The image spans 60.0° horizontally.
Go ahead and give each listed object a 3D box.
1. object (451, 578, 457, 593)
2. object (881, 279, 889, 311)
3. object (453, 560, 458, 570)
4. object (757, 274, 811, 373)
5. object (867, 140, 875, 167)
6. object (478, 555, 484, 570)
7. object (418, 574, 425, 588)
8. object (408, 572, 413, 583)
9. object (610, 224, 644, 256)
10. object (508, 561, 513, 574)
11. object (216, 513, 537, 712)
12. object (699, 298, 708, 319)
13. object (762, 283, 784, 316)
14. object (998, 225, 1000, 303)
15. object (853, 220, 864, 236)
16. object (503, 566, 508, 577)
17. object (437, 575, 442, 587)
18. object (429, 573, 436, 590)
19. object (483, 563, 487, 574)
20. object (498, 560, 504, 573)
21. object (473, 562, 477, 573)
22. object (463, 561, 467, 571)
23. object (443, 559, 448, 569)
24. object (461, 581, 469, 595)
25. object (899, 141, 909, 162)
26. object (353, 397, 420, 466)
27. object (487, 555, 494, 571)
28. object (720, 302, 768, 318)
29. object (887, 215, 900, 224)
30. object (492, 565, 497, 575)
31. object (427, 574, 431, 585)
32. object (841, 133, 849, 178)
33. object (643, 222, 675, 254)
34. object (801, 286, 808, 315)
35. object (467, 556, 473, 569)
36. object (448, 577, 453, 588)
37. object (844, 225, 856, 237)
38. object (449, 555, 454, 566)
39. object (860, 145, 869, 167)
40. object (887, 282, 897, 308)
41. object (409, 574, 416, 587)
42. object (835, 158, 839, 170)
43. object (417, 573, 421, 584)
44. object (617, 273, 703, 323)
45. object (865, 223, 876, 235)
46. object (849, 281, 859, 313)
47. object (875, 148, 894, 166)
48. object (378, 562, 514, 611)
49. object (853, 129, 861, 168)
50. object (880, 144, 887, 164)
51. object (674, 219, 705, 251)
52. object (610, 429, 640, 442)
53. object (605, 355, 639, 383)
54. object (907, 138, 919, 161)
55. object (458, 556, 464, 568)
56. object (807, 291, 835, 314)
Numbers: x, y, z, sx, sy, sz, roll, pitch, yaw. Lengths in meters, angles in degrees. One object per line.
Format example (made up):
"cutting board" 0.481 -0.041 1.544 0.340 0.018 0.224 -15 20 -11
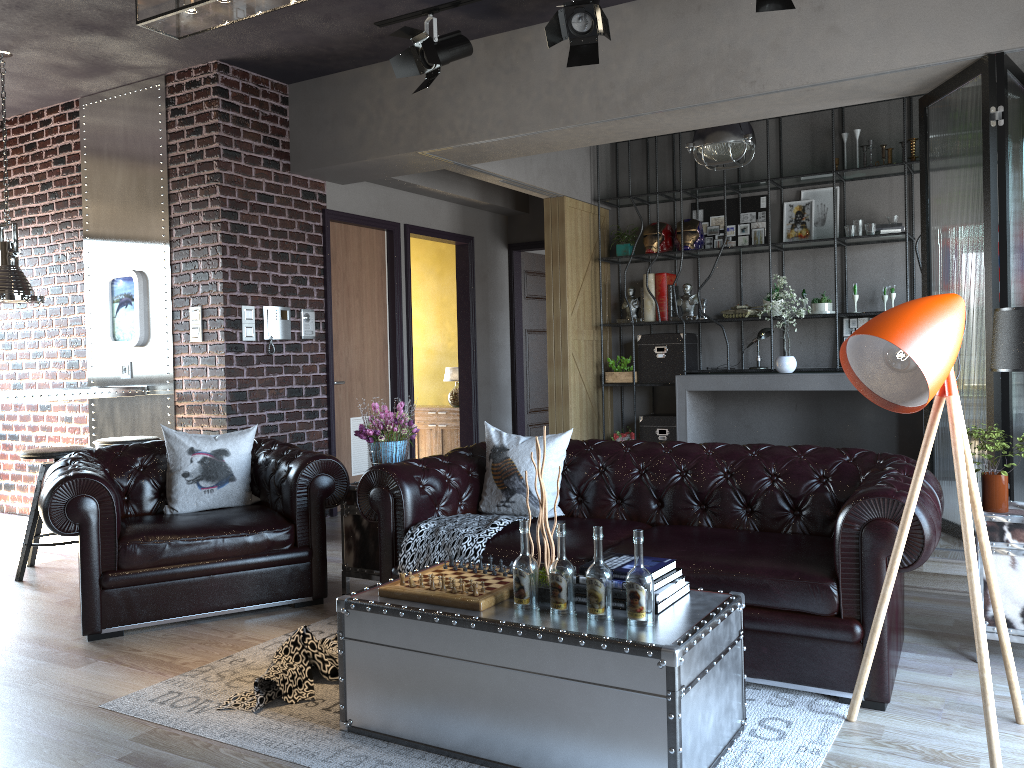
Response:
"object" -0.196 0.679 2.993 0.022 0.047 0.022 -2 1 -27
"object" 3.264 -0.773 7.764 0.113 0.301 0.113 -2 1 -41
"object" -0.212 0.675 3.307 0.017 0.037 0.017 -1 1 37
"object" 2.331 -0.520 7.533 0.398 0.852 0.420 -2 1 -13
"object" 3.056 -1.951 7.551 0.100 0.243 0.100 -1 1 40
"object" -0.117 0.663 3.303 0.025 0.055 0.025 -2 1 -14
"object" -0.313 0.679 3.063 0.022 0.047 0.022 -2 1 -27
"object" -0.361 0.683 3.144 0.017 0.037 0.017 -1 1 24
"object" 1.118 -1.410 8.788 0.324 0.339 0.295 -2 1 -13
"object" -0.003 0.668 3.234 0.026 0.044 0.026 -2 1 -14
"object" -0.500 0.926 3.878 1.699 0.569 0.562 -3 2 -39
"object" 1.794 -0.703 8.297 0.093 0.200 0.093 -1 1 26
"object" 2.371 -0.761 8.016 0.136 0.305 0.193 -2 1 -26
"object" 4.167 -0.996 7.232 0.751 0.739 0.185 -1 1 31
"object" 2.988 -1.334 7.650 0.087 0.155 0.087 0 1 43
"object" -0.025 0.673 3.194 0.017 0.037 0.017 -1 1 37
"object" -0.250 0.683 3.078 0.017 0.037 0.017 -1 1 24
"object" -0.272 0.675 3.036 0.025 0.055 0.025 -2 1 -14
"object" -0.099 0.674 3.242 0.017 0.037 0.017 -1 1 37
"object" -0.040 0.667 3.258 0.022 0.047 0.022 -2 1 -14
"object" -0.137 0.674 3.263 0.017 0.037 0.017 -1 1 37
"object" -0.174 0.674 3.286 0.017 0.037 0.017 -1 1 37
"object" -0.251 0.675 3.332 0.017 0.037 0.017 -1 1 11
"object" -0.158 0.680 2.970 0.026 0.044 0.026 -2 1 -14
"object" 3.329 -1.952 7.531 0.084 0.233 0.084 -1 1 12
"object" -0.687 0.307 4.930 0.352 0.484 0.349 -2 1 -29
"object" -0.079 0.661 3.282 0.025 0.058 0.025 -1 1 24
"object" 2.172 -0.694 8.204 0.206 0.170 0.577 -2 2 -24
"object" 3.274 -1.406 7.616 0.103 0.068 0.103 -1 2 23
"object" -0.064 0.674 3.218 0.017 0.037 0.017 -1 1 37
"object" -0.288 0.683 3.101 0.017 0.037 0.017 -1 1 24
"object" 2.968 -2.033 7.892 0.128 0.390 0.128 -1 1 -1
"object" 1.406 -1.410 8.601 0.280 0.327 0.399 -1 2 36
"object" 2.658 -0.754 8.066 0.113 0.273 0.113 -1 1 -3
"object" -0.156 0.668 3.326 0.022 0.047 0.022 -2 1 -14
"object" -0.212 0.683 3.053 0.017 0.037 0.017 -1 1 24
"object" 2.894 -1.302 7.585 0.092 0.099 0.092 -2 1 -22
"object" -0.230 0.671 3.371 0.019 0.040 0.019 -1 1 4
"object" 3.042 -1.948 7.643 0.084 0.233 0.084 -2 1 -32
"object" 3.214 -0.737 7.490 0.113 0.246 0.113 -2 1 -41
"object" -0.346 0.681 3.082 0.026 0.044 0.026 -2 1 -14
"object" 2.817 -1.892 7.691 0.135 0.129 0.135 -1 1 4
"object" -0.325 0.683 3.124 0.017 0.037 0.017 -1 1 24
"object" 1.440 -0.835 8.629 0.833 0.466 0.290 0 1 31
"object" 3.034 -1.303 7.503 0.092 0.099 0.092 -2 1 -12
"object" 2.944 -0.748 7.605 0.113 0.275 0.113 -1 1 34
"object" 3.190 -1.907 7.484 0.189 0.152 0.189 -2 2 -37
"object" -0.175 0.715 3.160 0.429 0.036 0.429 0 2 31
"object" 3.028 -2.031 7.774 0.128 0.390 0.128 -2 1 -10
"object" 3.210 -1.949 7.657 0.080 0.226 0.080 -1 1 4
"object" 1.681 -1.411 8.438 0.280 0.327 0.399 -1 1 21
"object" 1.099 0.598 8.776 0.345 0.362 0.332 -1 1 34
"object" 1.079 -0.149 8.686 0.304 0.265 0.180 -1 1 31
"object" 3.350 -1.948 7.405 0.130 0.232 0.130 -1 1 8
"object" -0.193 0.670 3.346 0.026 0.044 0.026 -2 1 -14
"object" 2.731 -0.718 7.827 0.235 0.212 0.235 -2 1 -14
